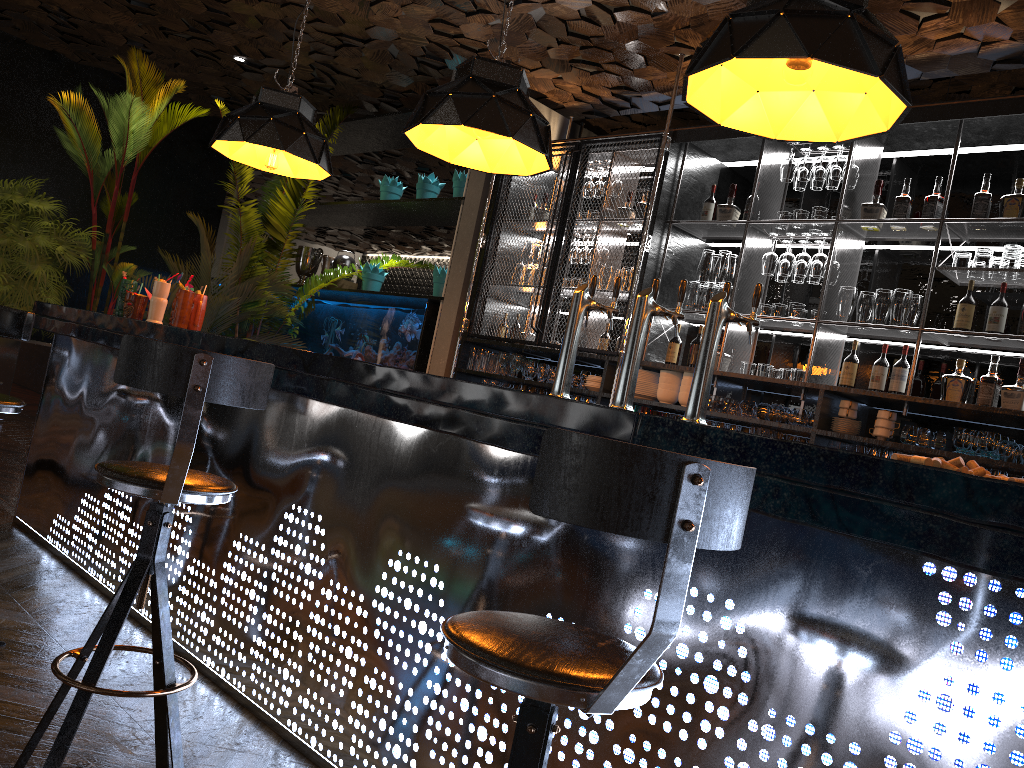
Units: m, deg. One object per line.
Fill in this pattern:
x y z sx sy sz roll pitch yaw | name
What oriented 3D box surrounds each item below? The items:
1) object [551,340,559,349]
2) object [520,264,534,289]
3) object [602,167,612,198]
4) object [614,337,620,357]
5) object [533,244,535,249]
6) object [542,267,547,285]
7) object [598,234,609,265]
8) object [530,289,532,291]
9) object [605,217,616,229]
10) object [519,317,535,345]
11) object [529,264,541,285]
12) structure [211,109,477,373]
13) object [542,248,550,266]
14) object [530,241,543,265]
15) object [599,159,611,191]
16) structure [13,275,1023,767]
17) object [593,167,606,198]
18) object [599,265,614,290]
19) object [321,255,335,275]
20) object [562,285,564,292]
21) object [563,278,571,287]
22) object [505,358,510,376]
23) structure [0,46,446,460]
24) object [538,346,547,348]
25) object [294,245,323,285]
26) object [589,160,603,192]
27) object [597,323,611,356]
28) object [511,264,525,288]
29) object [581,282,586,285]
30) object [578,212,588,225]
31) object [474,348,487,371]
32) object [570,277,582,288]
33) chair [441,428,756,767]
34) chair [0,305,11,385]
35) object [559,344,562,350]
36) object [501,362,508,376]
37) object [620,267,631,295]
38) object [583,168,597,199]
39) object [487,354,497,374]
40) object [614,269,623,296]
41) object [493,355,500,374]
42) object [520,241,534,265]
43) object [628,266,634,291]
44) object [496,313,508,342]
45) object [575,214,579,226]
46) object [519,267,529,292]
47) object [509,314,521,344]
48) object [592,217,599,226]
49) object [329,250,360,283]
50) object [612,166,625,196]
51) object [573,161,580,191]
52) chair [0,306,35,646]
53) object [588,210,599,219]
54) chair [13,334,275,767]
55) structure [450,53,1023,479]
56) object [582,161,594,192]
0.294 -0.271 6.412 0.077 0.080 0.077 11 -2 31 | object
0.120 -0.823 6.794 0.092 0.182 0.092 10 -2 40 | object
0.707 -1.469 6.466 0.081 0.213 0.081 13 -2 -39 | object
0.755 -0.277 6.090 0.075 0.260 0.075 12 -1 4 | object
0.183 -0.993 6.909 0.092 0.182 0.092 10 -2 40 | object
0.241 -0.798 6.792 0.092 0.182 0.092 10 -2 40 | object
0.668 -0.968 6.389 0.081 0.213 0.081 13 -2 -39 | object
0.181 -0.809 6.866 0.092 0.182 0.092 10 -2 40 | object
0.709 -1.166 6.439 0.077 0.080 0.077 12 -2 -9 | object
0.126 -0.382 6.681 0.108 0.244 0.108 13 -2 -31 | object
0.182 -0.813 6.715 0.092 0.182 0.092 10 -2 40 | object
-1.765 -0.894 8.676 0.705 3.734 4.269 13 -2 -45 | structure
0.247 -0.982 6.828 0.092 0.182 0.092 10 -2 40 | object
0.195 -0.995 6.770 0.092 0.182 0.092 10 -2 40 | object
0.669 -1.481 6.301 0.081 0.213 0.081 13 -2 -39 | object
-0.079 0.346 2.940 1.214 1.685 6.009 13 -2 -45 | structure
0.647 -1.480 6.528 0.081 0.213 0.081 13 -2 -39 | object
0.651 -0.730 6.182 0.092 0.182 0.092 10 -2 40 | object
-1.819 -1.097 8.898 0.232 0.398 0.378 12 -2 -15 | object
0.363 -0.728 6.548 0.077 0.080 0.077 13 -2 -33 | object
0.406 -0.721 6.449 0.077 0.080 0.077 11 -2 24 | object
-0.037 -0.123 6.826 0.058 0.152 0.051 12 -2 -21 | object
-2.689 -1.019 7.890 4.073 3.561 1.873 13 -2 -43 | structure
0.230 -0.282 6.494 0.077 0.080 0.077 12 -1 -5 | object
-2.146 -1.189 9.240 0.250 0.472 0.458 12 -2 -18 | object
0.607 -1.492 6.365 0.081 0.213 0.081 13 -2 -39 | object
0.645 -0.297 6.173 0.075 0.261 0.075 12 -1 4 | object
0.048 -0.836 6.868 0.092 0.182 0.092 10 -2 40 | object
0.516 -0.698 6.475 0.077 0.080 0.077 11 -2 10 | object
0.522 -1.204 6.466 0.077 0.080 0.077 12 -2 -9 | object
-0.241 -0.180 6.728 0.067 0.174 0.067 12 -1 -5 | object
0.455 -0.715 6.323 0.077 0.080 0.077 10 -2 41 | object
0.022 0.617 1.248 0.419 1.108 0.476 13 -2 -30 | chair
-2.317 0.197 3.613 0.419 1.108 0.476 13 -2 -45 | chair
0.380 -0.249 6.550 0.077 0.080 0.077 12 -1 -5 | object
-0.067 -0.131 6.774 0.058 0.152 0.051 12 -2 -18 | object
0.783 -0.706 6.080 0.092 0.182 0.092 10 -2 40 | object
0.580 -1.492 6.596 0.081 0.213 0.081 13 -2 -39 | object
-0.155 -0.151 6.694 0.051 0.152 0.058 13 -2 -41 | object
0.759 -0.707 6.213 0.092 0.182 0.092 10 -2 40 | object
-0.110 -0.141 6.734 0.058 0.152 0.051 11 -2 7 | object
0.119 -1.009 6.836 0.092 0.182 0.092 10 -2 40 | object
0.834 -0.697 5.998 0.092 0.182 0.092 10 -2 40 | object
-0.071 -0.425 6.909 0.075 0.261 0.075 12 -1 4 | object
0.463 -1.214 6.555 0.077 0.080 0.077 11 -2 36 | object
0.112 -0.821 6.947 0.092 0.182 0.092 10 -2 40 | object
0.026 -0.409 6.771 0.075 0.260 0.075 12 -2 -11 | object
0.626 -1.181 6.510 0.077 0.080 0.077 11 -2 11 | object
-1.621 -1.144 8.583 0.290 0.292 0.278 12 -2 -8 | object
0.769 -1.458 6.402 0.081 0.213 0.081 13 -2 -39 | object
0.481 -1.515 6.495 0.081 0.213 0.081 13 -2 -39 | object
-1.885 0.270 2.999 0.419 1.108 0.476 13 -2 -45 | chair
0.579 -1.196 6.346 0.077 0.080 0.077 12 -2 -9 | object
-0.853 0.459 2.080 0.419 1.108 0.476 13 -2 -30 | chair
2.034 -0.129 4.491 1.143 3.553 6.750 13 -2 -45 | structure
0.547 -1.503 6.426 0.081 0.213 0.081 13 -2 -39 | object
